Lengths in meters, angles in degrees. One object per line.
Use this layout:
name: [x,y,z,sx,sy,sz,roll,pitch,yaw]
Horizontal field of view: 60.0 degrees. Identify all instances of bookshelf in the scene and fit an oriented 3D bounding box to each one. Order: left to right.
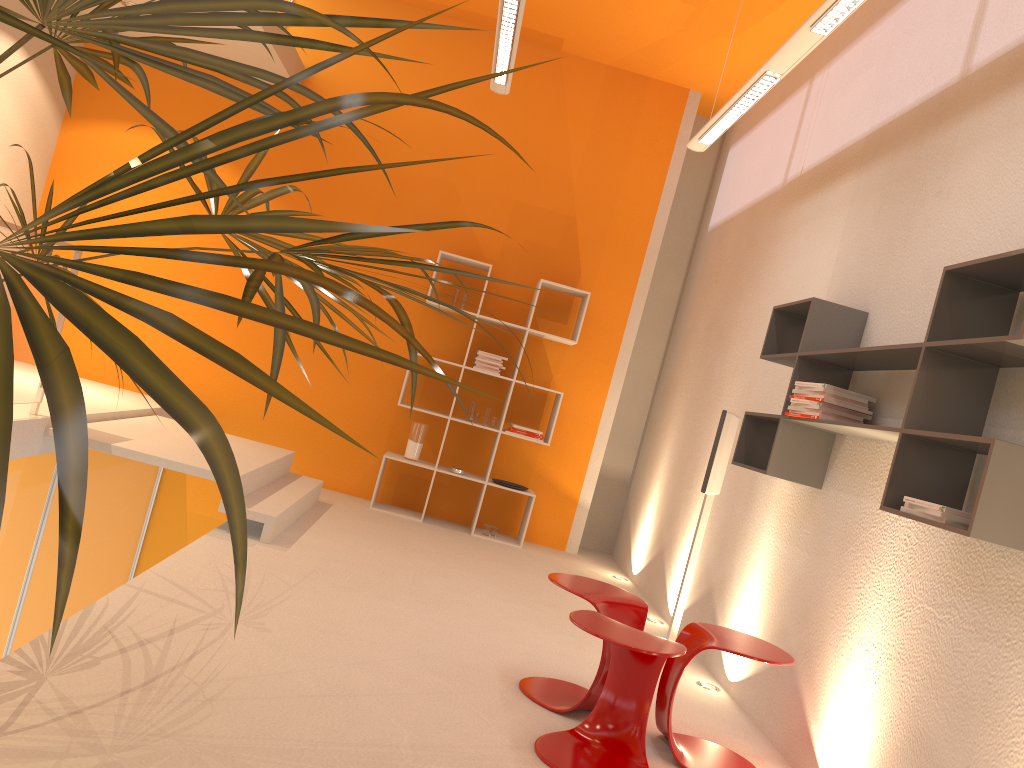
bookshelf: [0.269,1.596,5.953,3.516,4.600,1.107,15,-1,44]
bookshelf: [1.183,0.694,2.607,0.322,2.145,3.370,15,-1,-1]

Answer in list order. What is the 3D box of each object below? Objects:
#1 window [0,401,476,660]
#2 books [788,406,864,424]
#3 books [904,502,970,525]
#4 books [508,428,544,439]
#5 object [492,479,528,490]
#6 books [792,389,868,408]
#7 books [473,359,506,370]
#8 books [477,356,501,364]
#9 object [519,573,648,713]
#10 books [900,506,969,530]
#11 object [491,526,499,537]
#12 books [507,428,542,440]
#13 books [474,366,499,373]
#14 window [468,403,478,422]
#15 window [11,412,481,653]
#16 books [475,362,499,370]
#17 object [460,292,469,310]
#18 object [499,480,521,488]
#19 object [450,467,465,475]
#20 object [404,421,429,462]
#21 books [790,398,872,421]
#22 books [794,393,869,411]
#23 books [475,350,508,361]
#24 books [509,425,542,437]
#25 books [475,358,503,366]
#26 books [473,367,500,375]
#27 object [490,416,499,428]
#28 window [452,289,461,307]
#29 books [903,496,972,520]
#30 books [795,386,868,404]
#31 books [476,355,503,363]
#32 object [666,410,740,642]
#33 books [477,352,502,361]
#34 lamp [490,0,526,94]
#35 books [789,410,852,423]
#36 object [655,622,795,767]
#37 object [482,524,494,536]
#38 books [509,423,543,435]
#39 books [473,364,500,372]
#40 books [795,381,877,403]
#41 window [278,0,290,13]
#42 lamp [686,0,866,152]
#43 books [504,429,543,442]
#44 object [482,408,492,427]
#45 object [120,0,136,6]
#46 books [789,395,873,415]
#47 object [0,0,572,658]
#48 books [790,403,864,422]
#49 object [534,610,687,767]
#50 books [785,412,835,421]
window: [-2.260,1.967,5.201,0.993,4.599,4.234,15,-1,28]
books: [1.266,0.128,3.591,0.190,0.015,0.254,15,-1,-12]
books: [1.274,0.386,2.553,0.190,0.015,0.254,15,-1,3]
books: [0.107,0.374,6.778,0.254,0.015,0.190,15,-1,-7]
object: [-0.016,0.777,6.817,0.294,0.020,0.294,15,-1,36]
books: [1.284,0.059,3.592,0.190,0.015,0.254,15,-1,-12]
books: [-0.176,-0.150,6.806,0.230,0.017,0.227,15,-1,-8]
books: [-0.178,-0.178,6.807,0.190,0.011,0.268,15,-1,-2]
object: [0.284,1.027,3.482,0.391,0.450,0.420,16,-1,-33]
books: [1.273,0.401,2.560,0.190,0.015,0.254,15,-1,-2]
object: [0.538,2.595,0.324,0.102,2.685,13.193,15,-1,-9]
books: [0.094,0.384,6.776,0.268,0.011,0.190,15,-1,-2]
books: [-0.196,-0.109,6.806,0.190,0.011,0.268,15,-1,-2]
window: [-1.750,0.433,3.696,0.908,1.393,6.719,15,-1,16]
window: [-1.888,2.115,6.008,2.294,4.526,1.860,15,-1,-3]
books: [-0.193,-0.138,6.808,0.190,0.015,0.254,15,-1,-2]
object: [-1.829,1.656,3.439,0.351,5.384,6.779,15,-1,17]
object: [-0.019,0.774,6.820,0.178,0.020,0.178,15,-1,13]
object: [-0.414,0.660,6.736,0.105,0.035,0.106,15,-1,40]
object: [-0.736,0.441,6.783,0.129,0.291,0.129,15,-1,25]
books: [1.285,0.101,3.582,0.230,0.017,0.227,15,-1,-13]
books: [1.284,0.073,3.582,0.190,0.011,0.268,15,-1,-7]
books: [-0.158,-0.218,6.807,0.230,0.017,0.227,15,-1,-8]
books: [0.104,0.357,6.781,0.254,0.015,0.190,15,-1,-2]
books: [-0.181,-0.166,6.803,0.210,0.013,0.296,15,-1,-3]
books: [-0.200,-0.098,6.802,0.210,0.013,0.296,15,-1,-3]
object: [0.408,2.169,3.096,0.190,3.502,7.694,15,-1,-15]
window: [-1.974,1.598,2.449,0.481,5.399,8.922,15,-1,9]
books: [1.290,0.374,2.549,0.230,0.017,0.227,15,-1,-3]
books: [1.287,0.044,3.584,0.190,0.015,0.254,15,-1,-7]
books: [-0.176,-0.191,6.817,0.190,0.015,0.254,15,-1,-7]
object: [0.963,0.776,4.627,0.116,1.317,0.111,15,-1,-7]
books: [-0.175,-0.206,6.809,0.190,0.015,0.254,15,-1,-2]
lamp: [0.153,-2.220,3.693,0.120,1.052,3.195,15,-1,-3]
books: [1.265,0.141,3.581,0.190,0.011,0.268,15,-1,-7]
object: [0.760,1.154,3.237,0.420,0.450,0.391,15,-1,-3]
object: [0.441,2.581,1.633,0.129,2.692,10.507,15,-1,-11]
books: [0.105,0.341,6.768,0.227,0.017,0.230,15,-1,-8]
books: [-0.195,-0.122,6.816,0.190,0.015,0.254,15,-1,-7]
books: [1.304,0.032,3.583,0.230,0.017,0.227,15,-1,-13]
window: [-1.711,-2.881,5.996,0.006,0.660,1.860,15,-1,-3]
lamp: [1.336,-1.897,3.766,0.120,1.052,3.195,15,-1,-3]
books: [0.087,0.394,6.776,0.296,0.013,0.210,15,-1,-3]
object: [-2.025,2.026,3.268,0.870,4.604,7.392,15,-1,27]
object: [-2.545,-2.555,5.947,0.143,0.059,0.143,16,-1,-32]
books: [1.280,0.084,3.578,0.210,0.013,0.297,15,-1,-8]
object: [-1.477,-0.119,1.908,3.098,2.600,3.241,15,-1,5]
books: [1.268,0.113,3.583,0.190,0.015,0.254,15,-1,-7]
object: [0.328,1.032,2.933,0.391,0.450,0.420,15,-1,27]
books: [1.262,0.153,3.577,0.210,0.013,0.297,15,-1,-8]
